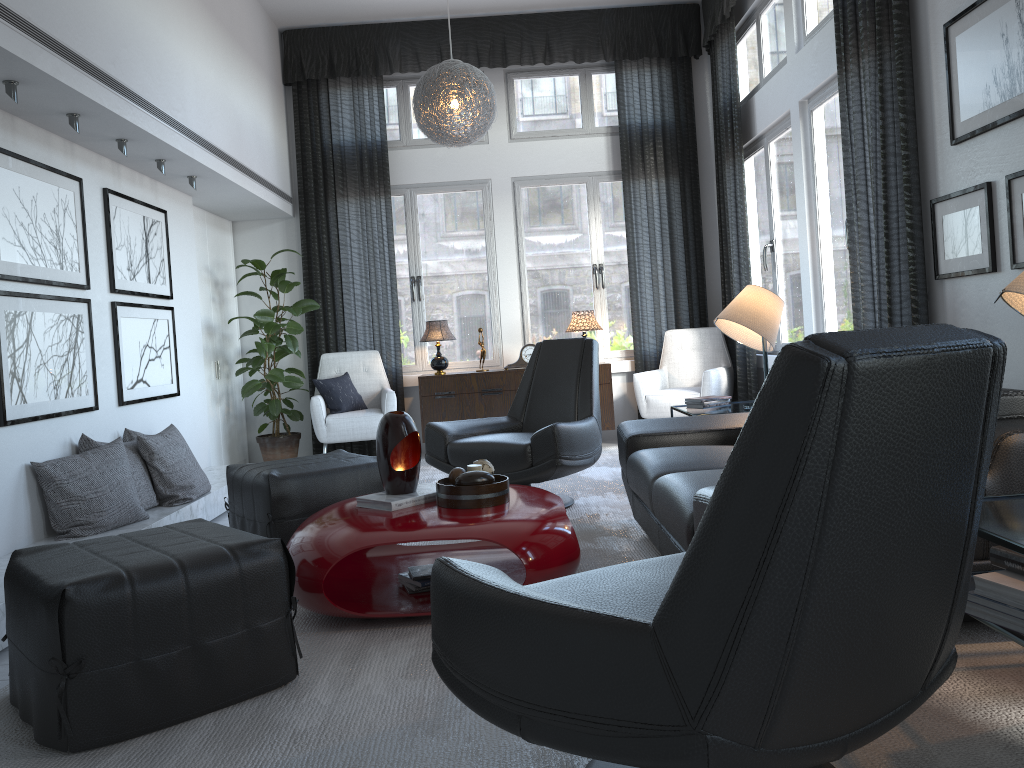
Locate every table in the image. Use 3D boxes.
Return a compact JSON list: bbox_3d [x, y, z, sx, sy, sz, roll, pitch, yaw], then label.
[{"bbox_3d":[1.198,0.463,1.704,0.593,0.410,0.594,-4,2,0],"label":"table"},{"bbox_3d":[1.170,0.319,4.539,0.593,0.410,0.594,-4,2,0],"label":"table"},{"bbox_3d":[-0.260,0.545,3.037,0.942,0.300,0.940,-4,3,-1],"label":"table"}]

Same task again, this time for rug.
[{"bbox_3d":[0.117,0.688,2.627,2.954,0.032,7.778,-4,3,0],"label":"rug"}]

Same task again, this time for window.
[{"bbox_3d":[-0.773,-1.231,6.878,1.268,2.322,0.133,-4,1,-1],"label":"window"},{"bbox_3d":[1.716,-1.275,4.444,0.133,2.322,1.269,-4,1,0],"label":"window"},{"bbox_3d":[1.702,-1.347,5.863,0.133,2.322,1.269,-4,1,0],"label":"window"},{"bbox_3d":[0.643,-1.328,6.890,1.268,2.322,0.133,-4,1,-1],"label":"window"}]

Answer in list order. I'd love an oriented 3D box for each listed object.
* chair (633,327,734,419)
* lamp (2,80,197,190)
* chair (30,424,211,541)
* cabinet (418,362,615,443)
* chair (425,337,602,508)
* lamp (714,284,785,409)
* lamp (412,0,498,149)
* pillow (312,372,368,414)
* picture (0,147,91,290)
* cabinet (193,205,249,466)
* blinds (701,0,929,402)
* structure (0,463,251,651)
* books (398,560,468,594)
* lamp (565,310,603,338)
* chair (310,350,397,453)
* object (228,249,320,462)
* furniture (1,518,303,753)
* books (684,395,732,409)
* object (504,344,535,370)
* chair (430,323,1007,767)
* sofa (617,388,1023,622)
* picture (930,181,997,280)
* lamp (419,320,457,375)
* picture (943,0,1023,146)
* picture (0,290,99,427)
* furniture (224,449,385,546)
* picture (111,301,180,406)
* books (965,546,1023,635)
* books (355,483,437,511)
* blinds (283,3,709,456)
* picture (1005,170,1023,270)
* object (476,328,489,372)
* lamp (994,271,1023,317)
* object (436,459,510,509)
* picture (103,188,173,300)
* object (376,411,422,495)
[{"bbox_3d":[1.250,0.015,6.382,0.593,0.823,0.614,-3,2,30],"label":"chair"},{"bbox_3d":[-1.809,-1.040,2.973,0.053,0.081,4.258,-4,3,0],"label":"lamp"},{"bbox_3d":[-1.745,0.407,4.205,0.391,0.431,1.337,-4,3,0],"label":"chair"},{"bbox_3d":[0.037,0.195,6.591,1.399,0.612,0.386,-4,1,-1],"label":"cabinet"},{"bbox_3d":[0.107,0.188,4.469,0.839,0.810,0.806,-2,2,37],"label":"chair"},{"bbox_3d":[1.422,0.019,4.021,0.475,1.014,1.167,-4,2,-26],"label":"lamp"},{"bbox_3d":[-0.373,-2.082,5.368,0.512,1.306,0.515,-4,1,-6],"label":"lamp"},{"bbox_3d":[-1.231,0.067,6.369,0.252,0.295,0.357,-3,2,26],"label":"pillow"},{"bbox_3d":[-1.999,-0.682,3.759,0.020,0.522,0.792,-4,2,0],"label":"picture"},{"bbox_3d":[-2.182,-0.276,6.267,0.191,1.894,1.173,-4,1,0],"label":"cabinet"},{"bbox_3d":[1.575,-1.180,5.163,0.189,3.275,3.215,-4,2,-1],"label":"blinds"},{"bbox_3d":[-1.712,0.765,2.094,0.393,0.135,7.215,-4,3,0],"label":"structure"},{"bbox_3d":[-0.246,0.660,3.056,0.272,0.054,0.204,-5,3,-25],"label":"books"},{"bbox_3d":[0.536,-0.342,6.544,0.280,0.397,0.281,-3,2,25],"label":"lamp"},{"bbox_3d":[-1.136,0.178,6.375,0.594,0.823,0.613,-4,1,-10],"label":"chair"},{"bbox_3d":[-1.680,-0.163,6.280,0.935,1.588,0.640,-3,2,45],"label":"object"},{"bbox_3d":[-0.941,0.598,2.285,0.615,0.378,0.598,-6,3,-42],"label":"furniture"},{"bbox_3d":[1.033,0.096,4.680,0.215,0.050,0.160,-5,3,-28],"label":"books"},{"bbox_3d":[0.139,-0.208,6.554,0.406,0.180,0.181,-4,2,0],"label":"object"},{"bbox_3d":[0.376,0.323,1.486,0.841,0.810,0.804,-5,2,-28],"label":"chair"},{"bbox_3d":[0.942,0.301,3.070,0.936,0.616,1.907,-4,3,0],"label":"sofa"},{"bbox_3d":[1.722,-0.575,3.396,0.020,0.326,0.428,-4,2,0],"label":"picture"},{"bbox_3d":[-0.543,-0.268,6.534,0.280,0.397,0.281,-3,2,25],"label":"lamp"},{"bbox_3d":[1.686,-1.136,3.119,0.020,0.467,0.589,-4,2,0],"label":"picture"},{"bbox_3d":[-1.963,-0.118,3.765,0.020,0.522,0.792,-4,2,0],"label":"picture"},{"bbox_3d":[-0.875,0.514,3.841,0.600,0.378,0.613,-6,3,-37],"label":"furniture"},{"bbox_3d":[-1.971,-0.171,4.806,0.020,0.522,0.792,-4,2,0],"label":"picture"},{"bbox_3d":[1.057,0.375,1.629,0.322,0.115,0.279,-5,3,-16],"label":"books"},{"bbox_3d":[-0.353,0.387,3.049,0.201,0.030,0.307,-1,4,44],"label":"books"},{"bbox_3d":[-0.057,-1.151,6.754,3.212,3.276,0.189,-4,1,-1],"label":"blinds"},{"bbox_3d":[1.728,-0.548,2.855,0.020,0.326,0.428,-4,2,0],"label":"picture"},{"bbox_3d":[-0.230,-0.255,6.565,0.096,0.324,0.096,-4,1,-1],"label":"object"},{"bbox_3d":[1.440,0.113,2.173,0.474,1.014,1.170,-3,2,25],"label":"lamp"},{"bbox_3d":[-0.132,0.329,2.949,0.242,0.133,0.243,-2,3,37],"label":"object"},{"bbox_3d":[-2.009,-0.735,4.799,0.020,0.522,0.792,-4,2,0],"label":"picture"},{"bbox_3d":[-0.391,0.234,3.048,0.151,0.280,0.153,-3,2,39],"label":"object"}]
